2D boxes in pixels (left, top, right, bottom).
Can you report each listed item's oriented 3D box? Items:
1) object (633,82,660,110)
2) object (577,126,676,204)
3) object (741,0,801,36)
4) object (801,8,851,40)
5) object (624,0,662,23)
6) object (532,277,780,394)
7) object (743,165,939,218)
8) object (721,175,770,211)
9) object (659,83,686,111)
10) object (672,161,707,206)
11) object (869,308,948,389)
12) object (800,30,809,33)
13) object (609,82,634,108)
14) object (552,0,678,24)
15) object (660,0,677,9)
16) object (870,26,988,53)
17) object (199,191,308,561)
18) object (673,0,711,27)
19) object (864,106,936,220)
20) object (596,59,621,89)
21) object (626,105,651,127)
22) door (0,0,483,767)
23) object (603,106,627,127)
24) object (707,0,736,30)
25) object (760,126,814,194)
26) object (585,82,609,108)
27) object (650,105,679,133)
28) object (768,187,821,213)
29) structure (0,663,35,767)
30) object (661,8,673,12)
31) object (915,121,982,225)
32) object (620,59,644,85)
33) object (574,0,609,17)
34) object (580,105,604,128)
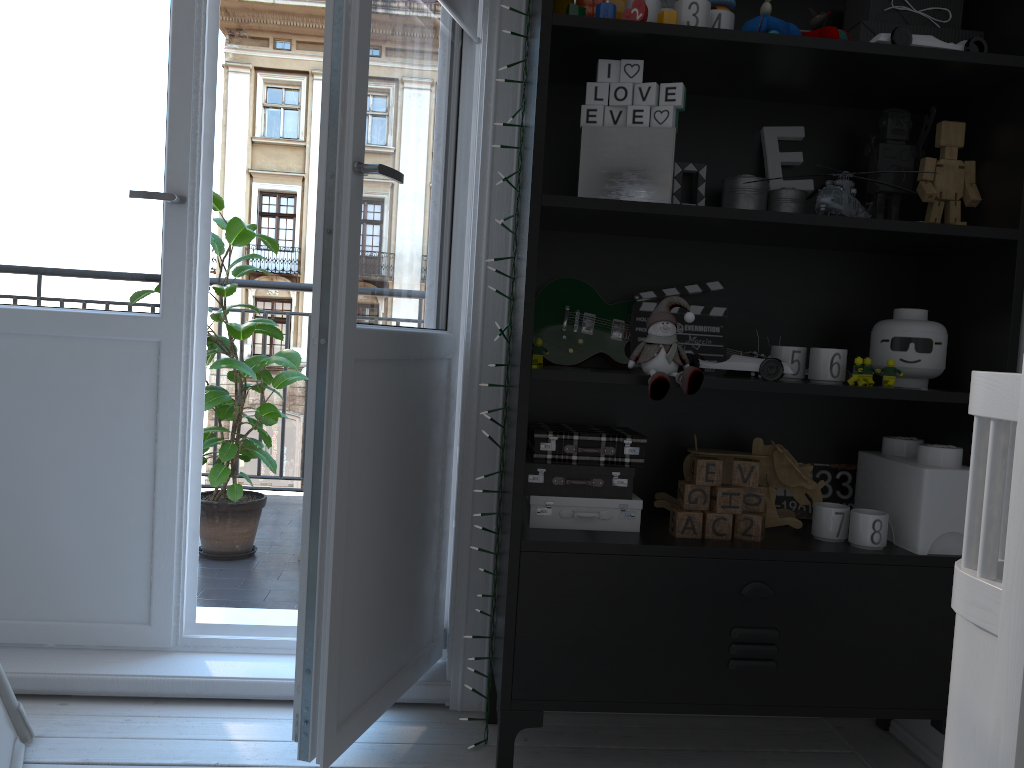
[{"bbox_3d":[0.244,-0.517,1.599,0.040,0.040,0.040,5,3,25],"label":"object"},{"bbox_3d":[0.214,-0.393,1.647,0.170,0.138,0.124,4,3,10],"label":"object"},{"bbox_3d":[0.492,-0.677,1.663,0.121,0.126,0.087,2,3,-28],"label":"object"},{"bbox_3d":[0.597,-0.674,1.715,0.087,0.112,0.121,1,4,-34],"label":"object"},{"bbox_3d":[0.237,-0.661,1.619,0.067,0.067,0.067,3,3,-4],"label":"object"},{"bbox_3d":[0.300,-0.093,1.854,0.542,0.239,0.093,3,3,-4],"label":"object"},{"bbox_3d":[0.638,-0.356,1.724,0.368,0.106,0.349,3,3,-3],"label":"object"},{"bbox_3d":[0.478,-0.372,1.827,0.095,0.111,0.095,3,3,0],"label":"object"},{"bbox_3d":[0.288,-0.514,1.591,0.040,0.040,0.040,4,3,20],"label":"object"},{"bbox_3d":[0.367,-0.392,1.850,0.070,0.135,0.028,3,3,-5],"label":"object"},{"bbox_3d":[0.787,-0.068,1.764,0.139,0.162,0.139,2,4,-30],"label":"object"},{"bbox_3d":[0.731,-0.680,1.883,0.347,0.132,0.037,3,3,-5],"label":"object"},{"bbox_3d":[0.200,-0.520,1.607,0.040,0.040,0.040,4,3,15],"label":"object"},{"bbox_3d":[0.181,-0.732,1.681,0.197,0.197,0.318,3,3,-9],"label":"object"},{"bbox_3d":[0.303,-0.711,1.769,0.063,0.160,0.063,2,4,-26],"label":"object"},{"bbox_3d":[0.765,-0.622,1.643,0.230,0.048,0.098,3,3,-15],"label":"object"},{"bbox_3d":[-1.007,-0.032,3.042,0.720,1.225,0.489,4,3,5],"label":"object"},{"bbox_3d":[0.325,-0.656,1.612,0.067,0.067,0.067,3,3,-4],"label":"object"},{"bbox_3d":[0.772,-0.427,1.782,0.117,0.259,0.081,3,3,-5],"label":"object"},{"bbox_3d":[0.174,-0.562,1.610,0.040,0.040,0.040,3,3,0],"label":"object"},{"bbox_3d":[0.229,-0.478,1.604,0.040,0.040,0.040,4,3,10],"label":"object"},{"bbox_3d":[-0.711,-0.288,1.744,1.264,1.839,0.636,3,3,-3],"label":"door"},{"bbox_3d":[0.187,-0.481,1.619,0.040,0.040,0.040,3,3,0],"label":"object"},{"bbox_3d":[0.385,-0.727,1.652,0.077,0.213,0.077,5,4,28],"label":"object"},{"bbox_3d":[0.580,-0.473,1.872,0.107,0.151,0.055,3,3,-5],"label":"object"},{"bbox_3d":[0.155,-0.523,1.615,0.040,0.040,0.040,4,3,5],"label":"object"},{"bbox_3d":[0.274,-0.475,1.596,0.040,0.040,0.040,5,3,25],"label":"object"},{"bbox_3d":[0.582,-0.354,1.752,0.078,0.091,0.246,3,3,-10],"label":"object"},{"bbox_3d":[-1.252,-0.181,1.170,1.143,1.750,1.142,2,4,-29],"label":"structure"},{"bbox_3d":[0.287,-0.661,1.667,0.067,0.067,0.067,2,4,-31],"label":"object"},{"bbox_3d":[0.851,-0.400,1.728,0.114,0.221,0.052,3,3,-5],"label":"object"},{"bbox_3d":[0.216,-0.559,1.602,0.040,0.040,0.040,4,3,5],"label":"object"},{"bbox_3d":[0.154,-0.734,1.608,0.105,0.203,0.072,4,3,3],"label":"object"},{"bbox_3d":[0.147,-0.484,1.618,0.040,0.040,0.040,4,3,10],"label":"object"}]
